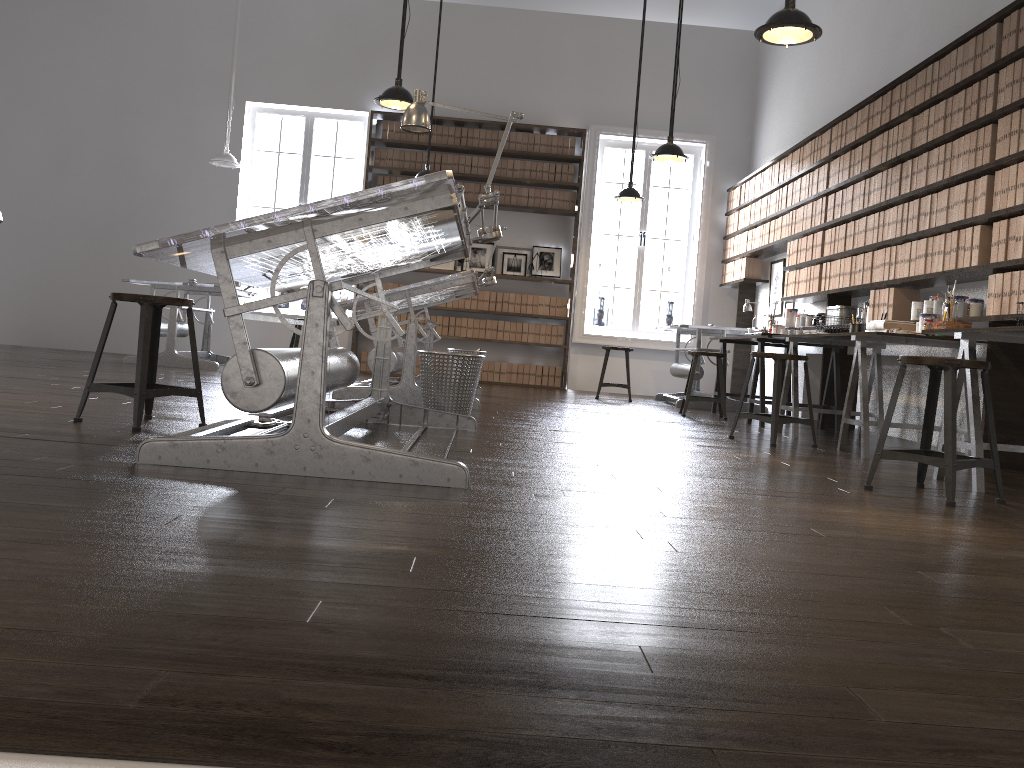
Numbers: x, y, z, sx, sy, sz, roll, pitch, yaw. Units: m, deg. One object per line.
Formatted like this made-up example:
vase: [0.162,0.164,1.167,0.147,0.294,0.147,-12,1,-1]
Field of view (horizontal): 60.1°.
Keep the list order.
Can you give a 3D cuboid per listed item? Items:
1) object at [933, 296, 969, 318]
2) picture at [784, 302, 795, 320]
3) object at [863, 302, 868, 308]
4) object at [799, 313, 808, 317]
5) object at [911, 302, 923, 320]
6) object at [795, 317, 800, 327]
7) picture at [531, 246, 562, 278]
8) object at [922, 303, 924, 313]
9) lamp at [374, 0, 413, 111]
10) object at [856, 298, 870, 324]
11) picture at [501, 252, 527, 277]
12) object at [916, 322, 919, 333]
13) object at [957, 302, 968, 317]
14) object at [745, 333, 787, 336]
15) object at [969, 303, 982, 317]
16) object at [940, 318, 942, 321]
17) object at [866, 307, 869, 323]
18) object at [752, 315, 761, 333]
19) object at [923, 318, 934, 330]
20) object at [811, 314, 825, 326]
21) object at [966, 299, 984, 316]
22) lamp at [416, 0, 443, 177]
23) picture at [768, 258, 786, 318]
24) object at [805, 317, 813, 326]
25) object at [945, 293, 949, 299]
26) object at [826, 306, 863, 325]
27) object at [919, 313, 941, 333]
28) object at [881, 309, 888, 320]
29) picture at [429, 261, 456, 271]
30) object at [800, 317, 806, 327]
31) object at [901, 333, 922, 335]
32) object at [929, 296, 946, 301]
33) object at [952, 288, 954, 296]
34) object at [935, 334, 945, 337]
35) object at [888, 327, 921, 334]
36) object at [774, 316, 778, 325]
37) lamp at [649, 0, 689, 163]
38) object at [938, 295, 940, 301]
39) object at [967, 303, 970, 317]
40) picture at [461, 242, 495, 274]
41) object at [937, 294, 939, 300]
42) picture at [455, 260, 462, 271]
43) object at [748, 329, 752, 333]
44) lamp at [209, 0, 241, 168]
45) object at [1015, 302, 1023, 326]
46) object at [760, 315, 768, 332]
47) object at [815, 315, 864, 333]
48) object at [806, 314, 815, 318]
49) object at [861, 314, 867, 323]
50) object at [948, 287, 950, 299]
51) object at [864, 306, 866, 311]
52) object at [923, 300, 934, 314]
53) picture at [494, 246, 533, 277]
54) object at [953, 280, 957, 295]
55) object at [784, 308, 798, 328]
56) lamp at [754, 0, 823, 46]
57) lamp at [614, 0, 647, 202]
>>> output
object: [2.610,-0.447,5.281,0.205,0.162,0.094,5,0,0]
picture: [2.663,-0.703,8.489,0.023,0.183,0.251,5,1,-2]
object: [2.646,-0.510,6.584,0.078,0.188,0.079,5,0,-23]
object: [2.538,-0.548,7.714,0.070,0.130,0.070,5,0,36]
object: [2.500,-0.447,5.469,0.061,0.119,0.062,5,0,-42]
object: [2.467,-0.526,7.602,0.062,0.094,0.062,5,0,-16]
picture: [0.404,-1.427,10.344,0.343,0.364,0.161,5,0,-1]
object: [2.542,-0.445,5.526,0.063,0.118,0.062,5,0,39]
lamp: [-0.695,-3.027,6.053,0.313,2.254,0.310,4,-1,19]
object: [2.576,-0.559,6.441,0.156,0.272,0.181,5,0,-17]
picture: [0.027,-1.388,10.321,0.289,0.290,0.127,5,0,-1]
object: [2.320,-0.302,5.014,0.061,0.094,0.062,4,0,-42]
object: [2.558,-0.414,5.039,0.063,0.095,0.063,5,0,30]
object: [2.019,-0.367,6.863,0.312,0.033,0.446,5,2,-2]
object: [2.620,-0.408,5.005,0.062,0.096,0.061,5,0,30]
object: [2.416,-0.304,4.955,0.094,0.128,0.095,5,0,-5]
object: [2.537,-0.476,6.205,0.094,0.128,0.095,5,0,5]
object: [2.161,-0.497,7.843,0.068,0.230,0.069,5,0,-5]
object: [2.272,-0.303,4.837,0.049,0.112,0.049,5,0,2]
object: [2.501,-0.517,7.253,0.091,0.109,0.171,5,1,-2]
object: [2.665,-0.422,5.109,0.095,0.130,0.094,5,0,-14]
lamp: [-0.769,-3.150,8.916,0.312,2.254,0.311,5,-1,-22]
picture: [2.661,-0.957,8.898,0.040,0.575,0.415,5,0,-2]
object: [2.507,-0.517,7.471,0.062,0.094,0.062,5,0,-16]
object: [2.316,-0.408,4.711,0.008,0.153,0.038,5,-1,-42]
object: [2.552,-0.516,6.816,0.193,0.152,0.317,5,2,-2]
object: [2.311,-0.317,4.904,0.104,0.142,0.105,5,0,6]
object: [2.390,-0.378,5.728,0.101,0.209,0.101,5,0,43]
picture: [-0.805,-1.420,10.264,0.299,0.229,0.144,5,0,-1]
object: [2.483,-0.521,7.534,0.063,0.093,0.062,5,0,-16]
object: [2.108,-0.265,4.710,0.157,0.006,0.006,5,1,19]
object: [2.596,-0.453,5.410,0.094,0.162,0.095,5,0,-5]
object: [2.338,-0.420,4.713,0.006,0.182,0.053,4,-1,41]
object: [2.211,-0.263,4.574,0.049,0.037,0.049,5,1,2]
object: [2.121,-0.283,4.814,0.132,0.050,0.197,3,2,-31]
object: [2.316,-0.485,7.847,0.068,0.230,0.069,5,0,-5]
lamp: [1.332,-2.903,7.017,0.312,2.254,0.311,5,-1,-22]
object: [2.579,-0.461,5.328,0.036,0.149,0.005,4,-1,22]
object: [2.609,-0.412,5.067,0.045,0.102,0.044,5,0,-10]
picture: [-0.393,-1.472,10.303,0.373,0.391,0.149,5,0,-1]
object: [2.573,-0.461,5.335,0.030,0.169,0.004,4,-1,21]
picture: [-0.519,-1.491,10.352,0.369,0.406,0.091,5,-1,-1]
object: [2.141,-0.439,7.912,0.068,0.104,0.068,5,0,3]
lamp: [-2.778,-3.311,8.862,0.312,2.254,0.311,5,-1,-22]
object: [2.402,-0.279,3.921,0.203,0.161,0.284,4,2,-9]
object: [2.232,-0.495,7.845,0.068,0.237,0.069,5,0,-5]
object: [2.255,-0.380,6.095,0.284,0.161,0.204,5,1,-2]
object: [2.579,-0.530,7.619,0.094,0.128,0.094,5,0,29]
object: [2.573,-0.459,6.277,0.181,0.093,0.062,5,0,12]
object: [2.322,-0.420,4.702,0.008,0.186,0.071,4,-1,41]
object: [2.520,-0.493,6.306,0.008,0.125,0.041,5,0,-13]
object: [2.507,-0.440,5.325,0.061,0.119,0.062,5,0,-33]
picture: [0.016,-1.424,10.363,0.434,0.361,0.095,5,0,-1]
object: [2.341,-0.439,4.702,0.020,0.228,0.007,4,-1,30]
object: [2.463,-0.576,7.816,0.107,0.177,0.106,5,0,0]
lamp: [1.404,-2.783,4.233,0.313,2.254,0.310,4,-1,23]
lamp: [1.277,-2.987,8.964,0.312,2.254,0.311,5,-1,-22]
